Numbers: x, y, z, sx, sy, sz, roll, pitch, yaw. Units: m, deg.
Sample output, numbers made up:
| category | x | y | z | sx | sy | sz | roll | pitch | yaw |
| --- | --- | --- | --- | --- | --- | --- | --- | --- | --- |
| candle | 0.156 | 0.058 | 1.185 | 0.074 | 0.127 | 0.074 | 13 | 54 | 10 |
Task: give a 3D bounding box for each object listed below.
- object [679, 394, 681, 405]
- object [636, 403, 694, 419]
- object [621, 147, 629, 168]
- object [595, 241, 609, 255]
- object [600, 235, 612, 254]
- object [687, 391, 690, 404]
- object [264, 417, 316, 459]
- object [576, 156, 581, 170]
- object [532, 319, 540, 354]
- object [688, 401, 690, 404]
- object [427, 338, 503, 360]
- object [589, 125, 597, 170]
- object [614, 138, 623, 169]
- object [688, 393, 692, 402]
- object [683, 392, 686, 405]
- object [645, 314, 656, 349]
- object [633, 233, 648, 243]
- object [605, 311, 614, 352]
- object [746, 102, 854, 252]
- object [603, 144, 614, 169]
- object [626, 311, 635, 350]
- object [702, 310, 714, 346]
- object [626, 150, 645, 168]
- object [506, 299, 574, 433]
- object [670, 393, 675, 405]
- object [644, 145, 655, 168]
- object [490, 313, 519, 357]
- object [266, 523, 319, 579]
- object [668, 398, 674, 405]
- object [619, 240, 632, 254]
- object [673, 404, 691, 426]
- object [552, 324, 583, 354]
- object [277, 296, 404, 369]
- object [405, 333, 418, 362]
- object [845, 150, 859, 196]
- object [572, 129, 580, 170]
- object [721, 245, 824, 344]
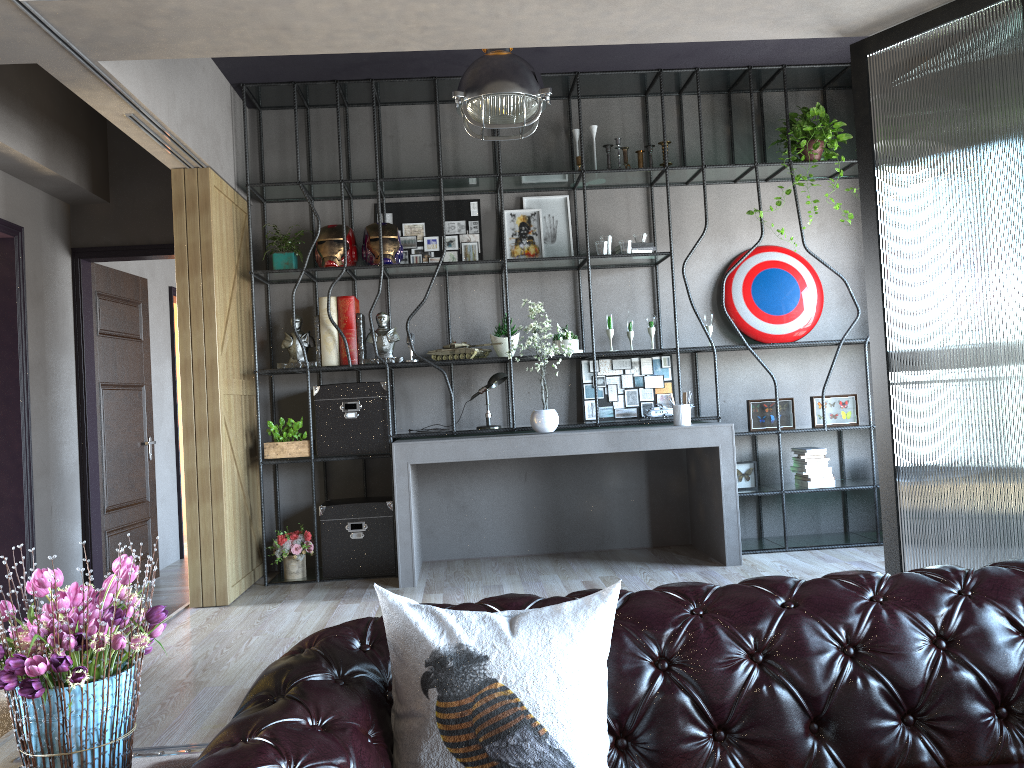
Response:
| category | x | y | z | sx | sy | sz | roll | pitch | yaw |
| --- | --- | --- | --- | --- | --- | --- | --- | --- | --- |
| object | 1.100 | 0.149 | 5.774 | 0.009 | 0.167 | 0.061 | -3 | -2 | 9 |
| object | 1.047 | 0.180 | 6.131 | 0.379 | 0.111 | 0.351 | -4 | -1 | 30 |
| object | 0.803 | -1.552 | 6.249 | 0.080 | 0.226 | 0.080 | -2 | -2 | -30 |
| object | 0.607 | -0.907 | 5.977 | 0.092 | 0.099 | 0.092 | -4 | -2 | 34 |
| object | 0.649 | -0.935 | 6.084 | 0.087 | 0.155 | 0.087 | -3 | -2 | 9 |
| object | 1.136 | 0.137 | 5.751 | 0.052 | 0.185 | 0.009 | -3 | -2 | -1 |
| object | -1.462 | 0.347 | 5.816 | 0.304 | 0.265 | 0.180 | -3 | -2 | -3 |
| object | 0.460 | -1.488 | 6.056 | 0.135 | 0.129 | 0.135 | -2 | -2 | -30 |
| object | 0.168 | -0.321 | 6.212 | 0.113 | 0.273 | 0.113 | -2 | -2 | -37 |
| object | 1.121 | 0.178 | 5.721 | 0.068 | 0.159 | 0.009 | -3 | -2 | 10 |
| object | -0.309 | -0.246 | 6.054 | 0.577 | 0.170 | 0.206 | -4 | -2 | 32 |
| object | 0.584 | -1.622 | 6.249 | 0.128 | 0.390 | 0.128 | -1 | -2 | -44 |
| object | 0.733 | -1.560 | 6.075 | 0.100 | 0.243 | 0.100 | -3 | -2 | 6 |
| object | 1.137 | 0.144 | 5.738 | 0.062 | 0.169 | 0.009 | -3 | -2 | -4 |
| object | 1.122 | 0.157 | 5.768 | 0.023 | 0.204 | 0.037 | -4 | -2 | 36 |
| object | 0.950 | -0.354 | 6.042 | 0.113 | 0.246 | 0.113 | -4 | -2 | 16 |
| object | 0.902 | -1.014 | 6.218 | 0.103 | 0.068 | 0.103 | -3 | -1 | -10 |
| object | 0.662 | -0.353 | 5.989 | 0.113 | 0.275 | 0.113 | -3 | -2 | 1 |
| object | 1.947 | -1.383 | 6.018 | 0.720 | 1.026 | 0.650 | -4 | -2 | 15 |
| object | 0.671 | -1.550 | 6.144 | 0.084 | 0.233 | 0.084 | -4 | -2 | 24 |
| object | 0.839 | -0.371 | 6.299 | 0.113 | 0.302 | 0.113 | -4 | -2 | 16 |
| object | 1.377 | -0.386 | 6.194 | 0.113 | 0.270 | 0.113 | -3 | -2 | -14 |
| object | 0.884 | -1.522 | 6.091 | 0.189 | 0.152 | 0.189 | -4 | -1 | 20 |
| object | 0.201 | -0.124 | 5.575 | 0.420 | 0.852 | 0.398 | -5 | -2 | 43 |
| object | 1.059 | 0.160 | 5.757 | 0.046 | 0.203 | 0.023 | -4 | -2 | 33 |
| object | 0.972 | -1.565 | 6.210 | 0.084 | 0.233 | 0.084 | -2 | -2 | -22 |
| object | -0.043 | -0.329 | 6.013 | 0.193 | 0.305 | 0.136 | -4 | -2 | 31 |
| object | -1.463 | 1.099 | 5.858 | 0.345 | 0.362 | 0.331 | -3 | -1 | 0 |
| object | 1.075 | 0.168 | 5.743 | 0.137 | 0.190 | 0.009 | -3 | -2 | 0 |
| object | 0.770 | -0.916 | 5.986 | 0.092 | 0.099 | 0.092 | -5 | -2 | 44 |
| object | 1.097 | 0.202 | 5.730 | 0.110 | 0.137 | 0.110 | -3 | -2 | 7 |
| object | 0.363 | -0.304 | 6.052 | 0.235 | 0.213 | 0.235 | -4 | -2 | 42 |
| object | -1.159 | -0.346 | 6.009 | 0.833 | 0.466 | 0.289 | -3 | -2 | -3 |
| object | -0.676 | -0.244 | 5.922 | 0.093 | 0.200 | 0.093 | -3 | -2 | -8 |
| object | 2.483 | -1.458 | 6.048 | 0.444 | 0.634 | 0.401 | -4 | -2 | 15 |
| object | 0.468 | -1.615 | 6.314 | 0.128 | 0.390 | 0.128 | -2 | -2 | -35 |
| object | 1.875 | -0.643 | 6.372 | 0.751 | 0.740 | 0.185 | -3 | -2 | -3 |
